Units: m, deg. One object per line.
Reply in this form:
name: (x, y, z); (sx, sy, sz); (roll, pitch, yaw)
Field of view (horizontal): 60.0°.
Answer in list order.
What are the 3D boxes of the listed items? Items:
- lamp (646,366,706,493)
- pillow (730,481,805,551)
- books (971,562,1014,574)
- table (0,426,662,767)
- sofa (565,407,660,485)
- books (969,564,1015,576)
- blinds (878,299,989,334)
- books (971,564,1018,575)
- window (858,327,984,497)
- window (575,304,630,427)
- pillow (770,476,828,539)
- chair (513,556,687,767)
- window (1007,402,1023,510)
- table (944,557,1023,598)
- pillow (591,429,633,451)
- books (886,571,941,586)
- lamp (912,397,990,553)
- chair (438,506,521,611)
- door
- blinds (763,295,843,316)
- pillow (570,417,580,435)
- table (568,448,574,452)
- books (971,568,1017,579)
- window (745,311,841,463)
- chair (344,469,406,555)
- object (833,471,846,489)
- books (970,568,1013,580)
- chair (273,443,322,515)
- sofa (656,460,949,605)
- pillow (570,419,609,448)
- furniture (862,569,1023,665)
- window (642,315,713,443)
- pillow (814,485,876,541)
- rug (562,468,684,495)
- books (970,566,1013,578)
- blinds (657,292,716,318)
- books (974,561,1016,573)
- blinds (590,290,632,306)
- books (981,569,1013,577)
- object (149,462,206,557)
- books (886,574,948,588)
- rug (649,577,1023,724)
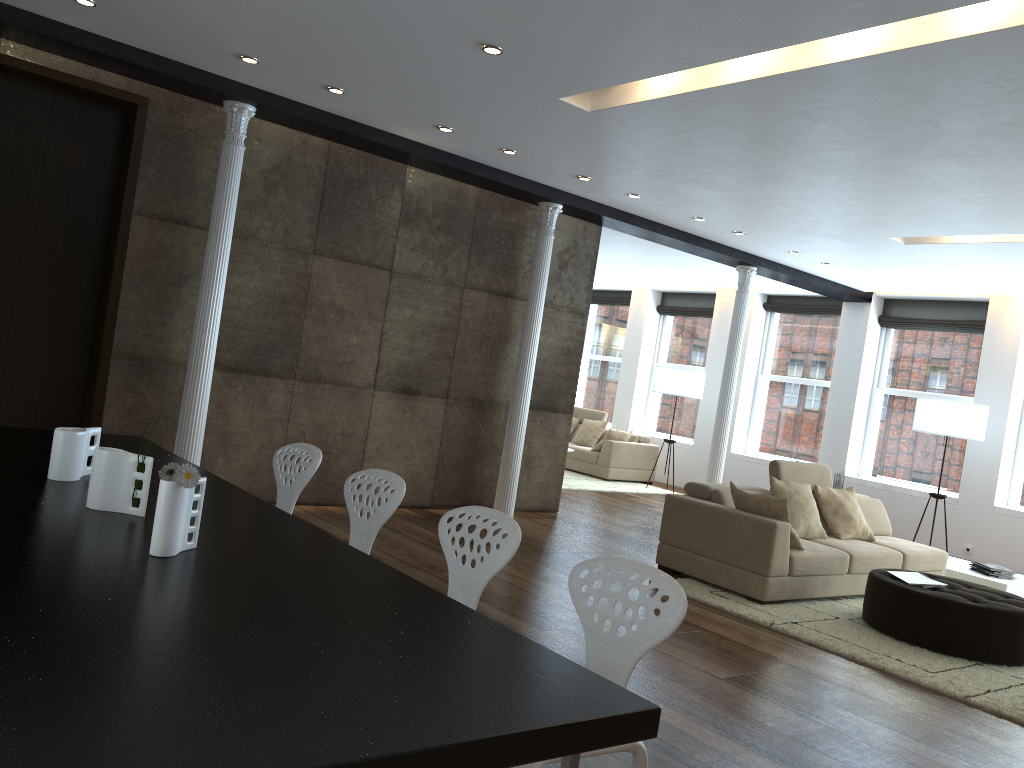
lamp: (2.232, 0.652, 12.408); (0.698, 1.728, 0.698); (9, 1, -15)
pillow: (1.818, 0.943, 6.341); (0.395, 0.393, 0.518); (8, 1, -35)
books: (4.285, 1.639, 7.918); (0.220, 0.010, 0.300); (9, 1, -3)
table: (-1.282, 0.723, 2.618); (1.200, 0.733, 3.400); (8, 1, -38)
sofa: (0.997, 0.844, 13.789); (1.018, 0.950, 2.581); (8, 1, -38)
books: (4.282, 1.658, 7.918); (0.220, 0.010, 0.300); (9, 1, -13)
blinds: (5.194, -0.845, 10.855); (0.183, 0.395, 1.431); (8, 1, -38)
books: (4.309, 1.652, 7.919); (0.220, 0.010, 0.300); (8, 1, -23)
window: (5.101, 0.166, 10.914); (0.123, 2.400, 1.432); (8, 1, -38)
window: (1.618, -0.418, 15.356); (0.123, 2.400, 1.444); (8, 1, -38)
pillow: (2.264, 0.982, 7.000); (0.534, 0.439, 0.301); (8, 1, -35)
chair: (0.094, 0.886, 2.322); (0.581, 0.835, 0.495); (8, 1, -38)
window: (6.228, 0.355, 9.477); (0.123, 2.400, 1.442); (8, 1, -38)
table: (4.233, 1.778, 8.105); (0.900, 0.170, 0.900); (8, 1, -38)
pillow: (1.461, 0.817, 12.853); (0.518, 0.393, 0.395); (8, 1, -42)
books: (2.635, 1.277, 5.826); (0.220, 0.040, 0.301); (9, 1, -4)
lamp: (4.557, 1.043, 9.442); (0.698, 1.728, 0.698); (9, 1, -15)
chair: (-0.333, 0.814, 2.874); (0.581, 0.835, 0.495); (8, 1, -38)
door: (-3.256, -0.668, 6.036); (1.000, 2.814, 0.510); (8, 1, -38)
blinds: (4.103, -1.090, 12.283); (0.156, 0.275, 1.396); (8, 1, -38)
pillow: (0.787, 0.688, 14.078); (0.368, 0.416, 0.519); (8, 1, -43)
table: (0.315, 1.021, 12.083); (1.022, 0.393, 1.022); (9, 1, 6)
books: (4.303, 1.690, 7.920); (0.220, 0.010, 0.300); (9, 1, -18)
window: (3.989, -0.021, 12.332); (0.123, 2.400, 1.391); (8, 1, -38)
chair: (-0.778, 0.739, 3.457); (0.581, 0.835, 0.495); (8, 1, -38)
object: (3.906, 1.411, 10.702); (0.458, 0.781, 0.458); (8, 1, -39)
books: (4.276, 1.696, 7.918); (0.220, 0.010, 0.300); (9, 1, -3)
chair: (-1.220, 0.665, 3.989); (0.581, 0.835, 0.495); (8, 1, -38)
sofa: (2.450, 1.140, 7.149); (2.581, 0.950, 1.021); (8, 1, -38)
pillow: (1.182, 0.744, 13.596); (0.301, 0.439, 0.534); (8, 1, -42)
furniture: (2.879, 1.502, 5.825); (1.057, 0.355, 1.057); (8, 1, -37)
window: (2.720, -0.234, 13.951); (0.123, 2.400, 1.345); (8, 1, -38)
pillow: (2.755, 1.064, 7.379); (0.519, 0.416, 0.368); (8, 1, -34)
rug: (-0.066, 1.160, 13.022); (2.972, 0.020, 4.231); (8, 1, -38)
books: (4.279, 1.677, 7.918); (0.220, 0.010, 0.300); (9, 1, -3)
blinds: (2.825, -1.244, 13.902); (0.156, 0.393, 1.342); (8, 1, -38)
books: (4.311, 1.633, 7.919); (0.220, 0.010, 0.300); (9, 1, 2)
blinds: (1.735, -1.487, 15.304); (0.156, 0.275, 1.442); (8, 1, -38)
books: (4.306, 1.671, 7.920); (0.220, 0.010, 0.300); (9, 1, 12)
object: (-0.819, 0.310, 2.221); (0.076, 0.233, 0.161); (9, 1, 33)
books: (2.660, 1.288, 5.828); (0.219, 0.031, 0.300); (8, 1, -23)
rug: (3.519, 1.783, 6.393); (4.231, 0.020, 2.972); (8, 1, -38)
